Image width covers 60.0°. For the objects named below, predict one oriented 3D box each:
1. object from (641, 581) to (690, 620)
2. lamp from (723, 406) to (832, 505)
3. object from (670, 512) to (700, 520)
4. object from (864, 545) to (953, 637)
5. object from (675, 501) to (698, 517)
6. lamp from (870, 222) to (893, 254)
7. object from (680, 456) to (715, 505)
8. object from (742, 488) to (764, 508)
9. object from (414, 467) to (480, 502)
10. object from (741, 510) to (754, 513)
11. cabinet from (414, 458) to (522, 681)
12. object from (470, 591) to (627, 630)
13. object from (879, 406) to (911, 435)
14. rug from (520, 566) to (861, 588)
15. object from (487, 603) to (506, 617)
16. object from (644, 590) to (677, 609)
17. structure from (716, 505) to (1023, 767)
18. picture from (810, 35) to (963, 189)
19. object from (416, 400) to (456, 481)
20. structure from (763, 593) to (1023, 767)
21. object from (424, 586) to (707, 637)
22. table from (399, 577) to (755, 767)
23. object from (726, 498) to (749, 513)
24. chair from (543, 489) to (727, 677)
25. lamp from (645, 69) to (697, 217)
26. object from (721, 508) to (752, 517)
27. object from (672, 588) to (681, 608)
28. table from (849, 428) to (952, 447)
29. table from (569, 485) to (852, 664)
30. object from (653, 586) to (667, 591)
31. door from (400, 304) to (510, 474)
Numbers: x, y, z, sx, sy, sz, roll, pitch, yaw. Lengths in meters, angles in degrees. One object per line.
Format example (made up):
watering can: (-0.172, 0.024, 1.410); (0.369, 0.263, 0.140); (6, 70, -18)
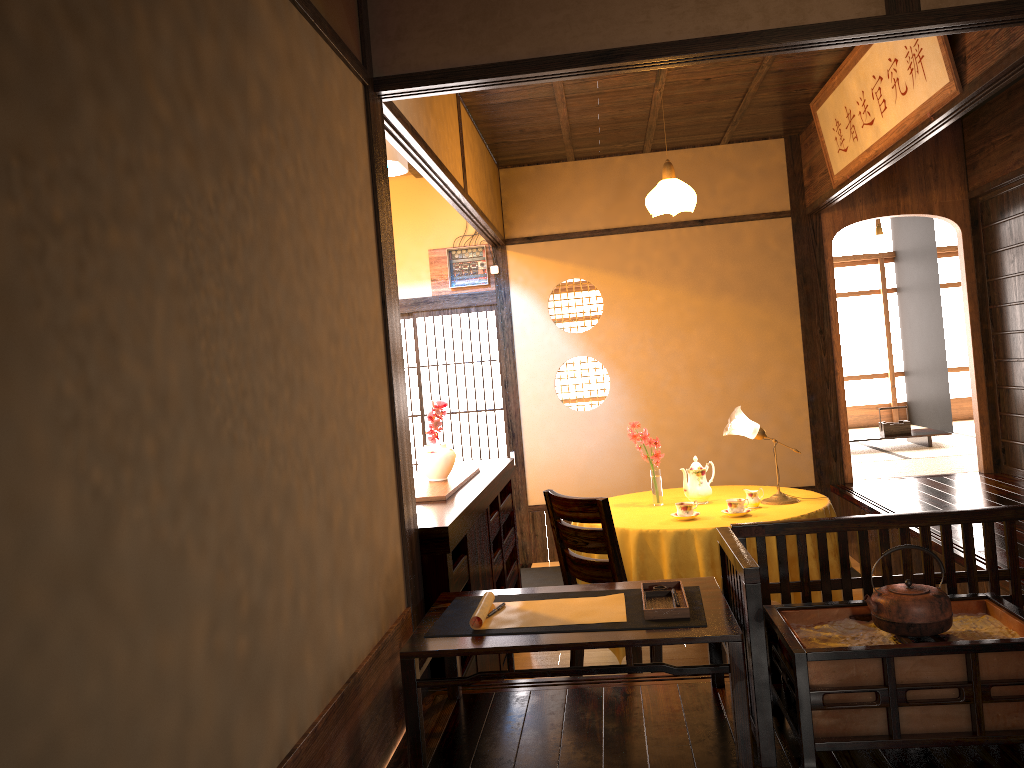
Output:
object: (0.434, 0.615, 2.532); (0.121, 0.028, 0.295); (-5, 1, 7)
lamp: (1.385, 0.695, 4.538); (0.511, 1.203, 0.198); (-5, -1, 6)
object: (0.839, 0.641, 4.285); (0.144, 0.024, 0.144); (-5, 1, -34)
object: (1.042, 0.531, 2.327); (0.198, 0.216, 0.198); (-5, 0, 45)
object: (0.840, 0.608, 4.283); (0.099, 0.076, 0.090); (-5, 0, 31)
lamp: (3.542, -1.671, 8.594); (0.196, 0.798, 0.225); (-5, -1, 14)
object: (0.990, 0.506, 4.713); (0.163, 0.253, 0.154); (-5, 0, 19)
object: (1.208, 0.570, 4.446); (0.083, 0.098, 0.078); (-5, 0, -25)
object: (-0.353, 0.469, 4.166); (0.267, 0.020, 0.998); (-5, 1, 6)
object: (1.100, 0.610, 4.213); (0.126, 0.019, 0.029); (-5, 0, 9)
cabinet: (-0.305, 0.962, 4.127); (0.489, 0.971, 2.186); (-5, 1, 6)
object: (0.110, 0.637, 2.551); (0.429, 0.038, 0.275); (-5, 1, 6)
object: (3.690, 0.350, 8.559); (0.260, 0.258, 0.150); (-5, 0, 6)
rug: (0.788, 1.325, 6.096); (2.954, 0.005, 0.902); (-5, 1, 6)
object: (-0.046, 0.663, 2.602); (0.012, 0.010, 0.141); (-5, 1, 21)
object: (0.416, 0.616, 2.493); (0.082, 0.019, 0.200); (-5, 1, 7)
structure: (1.225, 0.653, 2.452); (1.197, 0.500, 0.598); (-5, 0, 6)
picture: (1.895, -1.506, 4.697); (0.117, 0.565, 2.044); (-5, 1, 6)
object: (-0.351, 0.267, 4.298); (0.189, 0.378, 0.321); (-5, 0, 15)
structure: (1.036, 0.771, 2.326); (0.666, 0.300, 0.453); (-5, 0, 6)
object: (0.164, 0.653, 2.558); (0.760, 0.003, 0.405); (-5, 1, 9)
table: (0.188, 0.821, 2.555); (0.880, 0.337, 0.600); (-5, 0, 6)
object: (1.077, 0.588, 4.256); (0.090, 0.076, 0.099); (-5, 0, -9)
chair: (0.506, 0.907, 3.736); (0.578, 0.960, 0.490); (-5, 0, -29)
lamp: (0.815, -1.307, 4.711); (0.249, 0.810, 0.277); (-5, -1, 28)
object: (1.078, 0.621, 4.260); (0.144, 0.024, 0.144); (-5, 1, -34)
object: (0.470, 0.614, 2.541); (0.012, 0.012, 0.180); (-5, 1, 6)
table: (3.519, 0.554, 8.576); (1.200, 0.118, 0.600); (-5, 1, 6)
table: (1.010, 0.980, 4.660); (1.444, 0.696, 1.443); (-5, 1, 6)
object: (0.438, 0.611, 2.619); (0.040, 0.021, 0.040); (-5, 1, -31)
door: (-1.337, 0.489, 6.992); (2.647, 2.001, 0.066); (-5, -1, 6)
